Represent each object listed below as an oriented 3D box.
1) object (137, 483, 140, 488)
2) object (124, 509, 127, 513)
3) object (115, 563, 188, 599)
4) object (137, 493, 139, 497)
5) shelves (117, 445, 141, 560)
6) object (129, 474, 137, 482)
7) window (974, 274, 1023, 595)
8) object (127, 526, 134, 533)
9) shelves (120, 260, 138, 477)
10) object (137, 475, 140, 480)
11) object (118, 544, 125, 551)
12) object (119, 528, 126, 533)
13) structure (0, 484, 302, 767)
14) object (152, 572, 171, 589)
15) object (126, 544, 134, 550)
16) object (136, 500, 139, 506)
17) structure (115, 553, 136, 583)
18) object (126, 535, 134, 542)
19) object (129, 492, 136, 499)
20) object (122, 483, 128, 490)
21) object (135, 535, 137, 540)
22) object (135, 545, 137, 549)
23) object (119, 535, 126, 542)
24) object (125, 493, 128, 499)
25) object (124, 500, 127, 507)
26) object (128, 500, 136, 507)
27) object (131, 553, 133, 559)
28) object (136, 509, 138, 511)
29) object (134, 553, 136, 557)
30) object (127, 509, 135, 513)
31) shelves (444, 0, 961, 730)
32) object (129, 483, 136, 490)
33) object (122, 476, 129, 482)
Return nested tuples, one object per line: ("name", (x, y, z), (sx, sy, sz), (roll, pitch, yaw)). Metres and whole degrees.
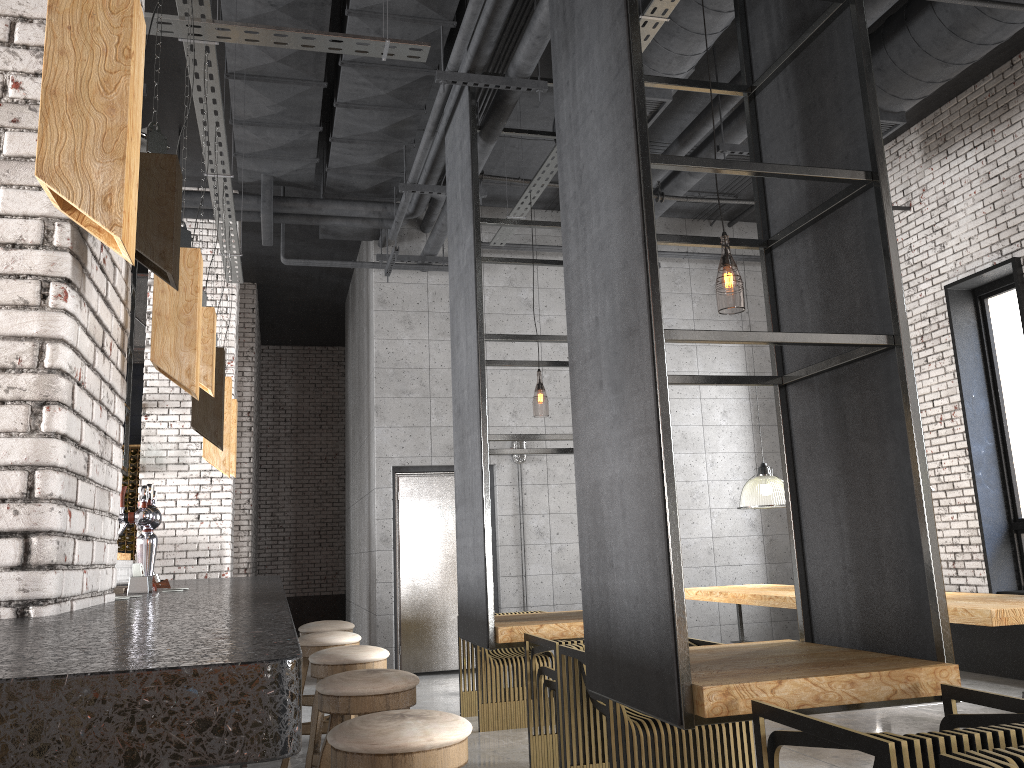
("object", (-4.591, 1.258, 10.951), (0.079, 0.079, 0.282), (1, -11, -15))
("object", (-4.769, 1.573, 10.870), (0.079, 0.079, 0.282), (1, -11, -15))
("object", (-1.223, 0.653, 2.981), (0.200, 0.106, 0.763), (1, -11, -15))
("object", (-4.595, 1.368, 10.962), (0.079, 0.079, 0.282), (1, -11, -15))
("shelves", (-4.589, 1.833, 10.913), (0.889, 2.157, 0.250), (1, -12, -15))
("object", (-4.685, 1.154, 10.945), (0.079, 0.079, 0.282), (1, -11, -15))
("window", (4.255, 0.397, 7.352), (0.365, 2.710, 0.745), (1, -12, -15))
("object", (-4.670, 1.781, 10.854), (0.079, 0.080, 0.279), (1, -11, -15))
("shelves", (-6.448, -0.690, 7.883), (5.676, 3.079, 0.595), (1, -12, -15))
("object", (-4.600, 1.159, 10.991), (0.079, 0.079, 0.282), (1, -11, -15))
("object", (-4.747, 1.983, 10.768), (0.079, 0.080, 0.279), (1, -11, -15))
("object", (-4.756, 1.776, 10.812), (0.079, 0.080, 0.279), (1, -11, -15))
("structure", (-2.992, 1.130, 2.946), (4.310, 1.540, 5.853), (0, -11, -15))
("object", (-1.513, 0.818, 3.739), (0.091, 0.091, 0.177), (7, -14, -39))
("object", (-4.651, 1.980, 10.774), (0.079, 0.080, 0.279), (1, -11, -15))
("object", (-4.581, 1.464, 10.904), (0.079, 0.079, 0.282), (1, -11, -15))
("structure", (-6.264, 2.185, 7.219), (5.800, 1.351, 1.505), (0, -12, -15))
("object", (-4.655, 1.876, 10.792), (0.079, 0.080, 0.279), (1, -11, -15))
("object", (-4.687, 1.368, 10.942), (0.079, 0.079, 0.282), (1, -11, -15))
("object", (-4.782, 1.264, 10.935), (0.079, 0.079, 0.282), (1, -11, -15))
("object", (-4.567, 1.879, 10.829), (0.079, 0.080, 0.279), (1, -11, -15))
("object", (-4.564, 1.984, 10.816), (0.079, 0.080, 0.279), (1, -11, -15))
("object", (-4.756, 1.883, 10.805), (0.079, 0.080, 0.279), (1, -11, -15))
("object", (-4.774, 1.364, 10.899), (0.079, 0.079, 0.282), (1, -11, -15))
("object", (-4.764, 1.463, 10.859), (0.079, 0.079, 0.282), (1, -11, -15))
("object", (-4.678, 1.468, 10.902), (0.079, 0.079, 0.282), (1, -11, -15))
("object", (-4.656, 2.090, 10.785), (0.079, 0.080, 0.279), (1, -11, -15))
("object", (-4.578, 1.568, 10.886), (0.079, 0.079, 0.282), (1, -11, -15))
("object", (-4.554, 2.083, 10.773), (0.079, 0.080, 0.279), (1, -11, -15))
("object", (-4.668, 1.567, 10.858), (0.079, 0.079, 0.282), (1, -11, -15))
("shelves", (0.792, -1.028, 3.615), (1.003, 4.384, 6.123), (1, -12, -15))
("object", (-4.687, 1.261, 10.945), (0.079, 0.079, 0.282), (1, -11, -15))
("object", (-4.787, 1.161, 10.961), (0.079, 0.079, 0.282), (1, -11, -15))
